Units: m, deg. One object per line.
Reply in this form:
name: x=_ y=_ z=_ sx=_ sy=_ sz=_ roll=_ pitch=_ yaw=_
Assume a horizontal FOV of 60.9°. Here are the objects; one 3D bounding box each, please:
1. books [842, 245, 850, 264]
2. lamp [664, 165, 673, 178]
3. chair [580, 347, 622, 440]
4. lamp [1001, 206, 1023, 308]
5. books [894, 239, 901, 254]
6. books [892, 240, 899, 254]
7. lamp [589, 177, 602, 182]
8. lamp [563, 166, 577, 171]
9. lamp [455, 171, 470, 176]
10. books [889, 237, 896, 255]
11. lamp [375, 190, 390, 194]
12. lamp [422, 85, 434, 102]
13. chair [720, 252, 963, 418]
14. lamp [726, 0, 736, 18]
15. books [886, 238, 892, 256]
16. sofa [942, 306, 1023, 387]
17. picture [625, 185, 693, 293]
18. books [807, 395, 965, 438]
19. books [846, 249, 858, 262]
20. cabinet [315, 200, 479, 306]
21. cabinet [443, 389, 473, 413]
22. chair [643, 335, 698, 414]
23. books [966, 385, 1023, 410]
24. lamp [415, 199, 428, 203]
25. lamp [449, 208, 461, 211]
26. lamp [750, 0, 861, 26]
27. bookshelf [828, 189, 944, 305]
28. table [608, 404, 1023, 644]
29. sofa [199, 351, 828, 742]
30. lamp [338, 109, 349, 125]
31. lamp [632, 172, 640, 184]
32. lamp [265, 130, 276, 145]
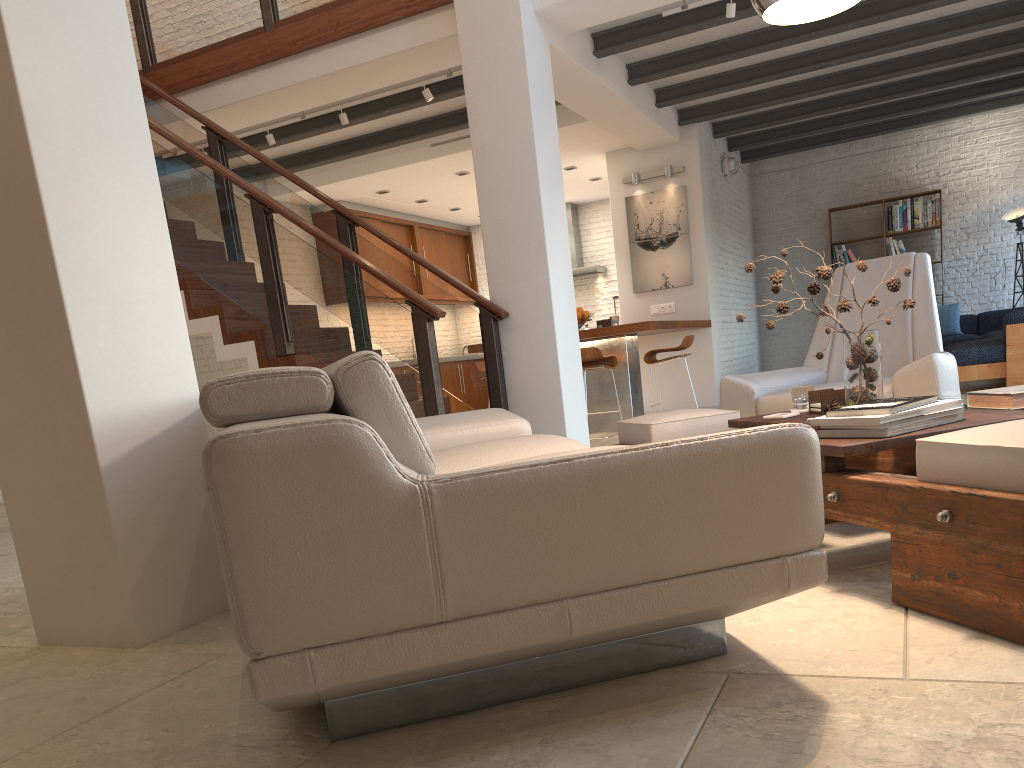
books: x=4.420 y=-1.635 z=11.482 sx=0.121 sy=0.391 sz=0.236 roll=-2 pitch=10 yaw=25
lamp: x=1.637 y=-2.222 z=9.114 sx=0.078 sy=0.107 sz=0.079 roll=-13 pitch=10 yaw=-37
chair: x=0.682 y=0.078 z=7.544 sx=0.406 sy=0.794 sz=0.409 roll=-3 pitch=10 yaw=24
lamp: x=6.242 y=-1.207 z=10.403 sx=0.506 sy=1.891 sz=0.844 roll=-7 pitch=9 yaw=-3
books: x=4.998 y=-1.683 z=11.232 sx=0.125 sy=0.357 sz=0.264 roll=-2 pitch=9 yaw=25
books: x=4.975 y=-1.680 z=11.233 sx=0.125 sy=0.357 sz=0.264 roll=-2 pitch=9 yaw=25
lamp: x=1.025 y=-2.537 z=10.723 sx=0.124 sy=0.056 sz=0.120 roll=-6 pitch=3 yaw=25
lamp: x=0.664 y=-2.477 z=9.935 sx=0.124 sy=0.056 sz=0.120 roll=-6 pitch=3 yaw=25
lamp: x=-0.540 y=-2.321 z=9.538 sx=0.124 sy=0.056 sz=0.120 roll=-6 pitch=3 yaw=25
books: x=4.920 y=-1.690 z=11.243 sx=0.104 sy=0.393 sz=0.236 roll=-2 pitch=10 yaw=25
lamp: x=-1.479 y=-2.214 z=9.975 sx=0.124 sy=0.056 sz=0.120 roll=-6 pitch=3 yaw=25
lamp: x=-0.645 y=-2.218 z=6.664 sx=0.086 sy=0.132 sz=0.058 roll=-9 pitch=10 yaw=-15
chair: x=1.652 y=-0.089 z=4.177 sx=1.027 sy=1.041 sz=0.948 roll=-1 pitch=9 yaw=41
lamp: x=1.431 y=-2.454 z=5.703 sx=0.059 sy=0.132 sz=0.084 roll=-8 pitch=8 yaw=-5
books: x=4.896 y=-1.689 z=11.280 sx=0.102 sy=0.393 sz=0.236 roll=-2 pitch=10 yaw=25
sofa: x=4.872 y=-0.411 z=8.876 sx=2.089 sy=0.675 sz=3.851 roll=-6 pitch=2 yaw=25
picture: x=1.578 y=-1.540 z=9.371 sx=0.657 sy=1.041 sz=0.019 roll=-3 pitch=12 yaw=24
books: x=1.071 y=0.091 z=2.475 sx=0.394 sy=0.076 sz=0.249 roll=-8 pitch=2 yaw=-33
books: x=4.516 y=-1.615 z=11.470 sx=0.195 sy=0.326 sz=0.247 roll=-3 pitch=8 yaw=25
cabinet: x=-1.432 y=-1.648 z=11.820 sx=0.463 sy=1.188 sz=3.258 roll=-2 pitch=4 yaw=25
cabinet: x=-0.047 y=-0.968 z=11.783 sx=4.759 sy=2.906 sz=2.221 roll=-8 pitch=7 yaw=-10
chair: x=1.451 y=-0.021 z=7.764 sx=0.424 sy=0.794 sz=0.392 roll=-3 pitch=10 yaw=24
books: x=1.828 y=0.038 z=3.064 sx=0.326 sy=0.058 sz=0.250 roll=-7 pitch=2 yaw=-5
lamp: x=-1.118 y=-2.274 z=10.764 sx=0.124 sy=0.056 sz=0.120 roll=-6 pitch=3 yaw=25
lamp: x=-0.757 y=-2.334 z=11.552 sx=0.124 sy=0.056 sz=0.120 roll=-6 pitch=3 yaw=25
lamp: x=1.227 y=-0.671 z=1.554 sx=0.314 sy=2.406 sz=2.011 roll=-13 pitch=9 yaw=-29
bookshelf: x=4.880 y=-1.242 z=11.363 sx=1.322 sy=2.258 sz=0.353 roll=-3 pitch=12 yaw=24
table: x=1.481 y=0.245 z=2.971 sx=1.958 sy=0.439 sz=2.175 roll=-7 pitch=2 yaw=-14
sofa: x=-0.232 y=0.296 z=2.635 sx=1.136 sy=0.772 sz=2.298 roll=-8 pitch=2 yaw=-16
lamp: x=-1.351 y=-2.138 z=7.000 sx=0.061 sy=0.132 sz=0.083 roll=-2 pitch=10 yaw=27
lamp: x=1.314 y=-2.185 z=9.264 sx=0.078 sy=0.107 sz=0.079 roll=-13 pitch=10 yaw=-37
lamp: x=-2.026 y=-2.061 z=7.314 sx=0.061 sy=0.132 sz=0.083 roll=-2 pitch=10 yaw=27
